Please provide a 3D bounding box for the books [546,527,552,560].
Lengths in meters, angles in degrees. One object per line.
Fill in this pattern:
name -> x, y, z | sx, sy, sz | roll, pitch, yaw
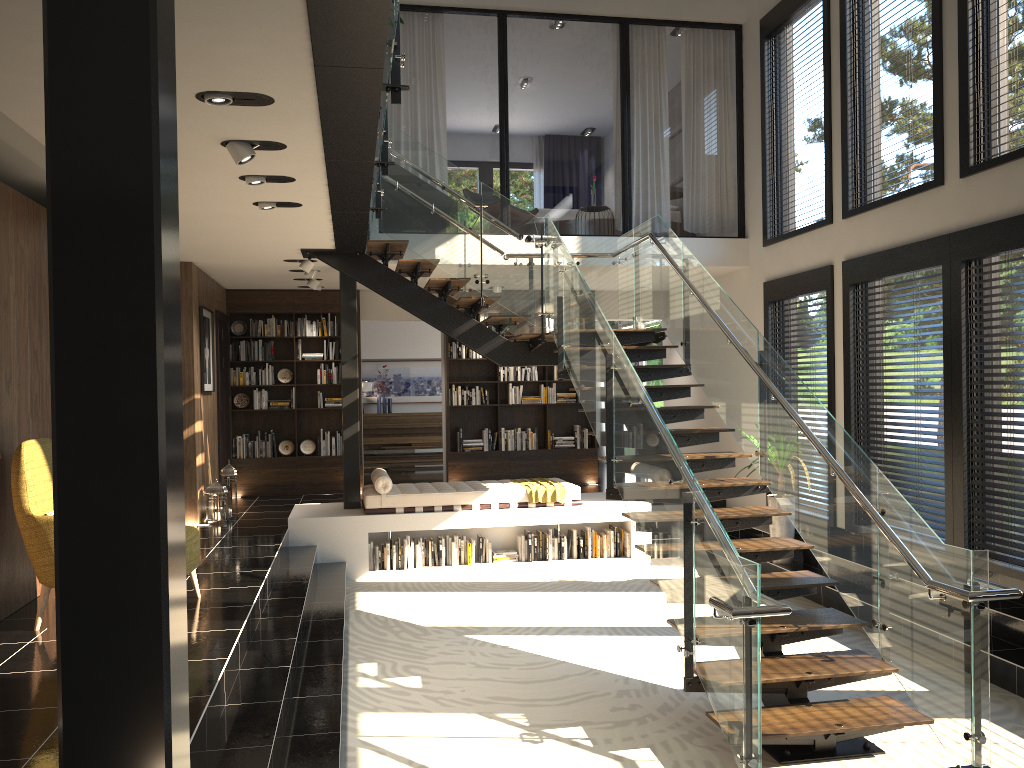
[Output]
books -> 0.400, 1.706, 9.493 | 0.029, 0.326, 0.153 | -1, 0, -10

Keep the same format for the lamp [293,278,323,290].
lamp -> -2.436, -1.252, 10.588 | 0.346, 0.263, 0.195 | -1, 0, -10

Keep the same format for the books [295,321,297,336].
books -> -2.855, -0.728, 11.749 | 0.023, 0.213, 0.194 | -1, 0, -10

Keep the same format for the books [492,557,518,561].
books -> -0.081, 1.842, 9.407 | 0.261, 0.024, 0.167 | -1, 0, -14

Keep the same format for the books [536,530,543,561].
books -> 0.294, 1.719, 9.462 | 0.035, 0.305, 0.151 | -1, 0, -10

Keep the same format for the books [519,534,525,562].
books -> 0.108, 1.738, 9.421 | 0.030, 0.273, 0.168 | -1, 0, -10

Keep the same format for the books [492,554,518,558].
books -> -0.083, 1.817, 9.411 | 0.274, 0.025, 0.156 | -1, 0, -13

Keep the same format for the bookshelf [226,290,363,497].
bookshelf -> -2.852, 0.116, 11.720 | 1.703, 2.683, 0.273 | -1, 1, -10

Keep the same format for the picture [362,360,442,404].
picture -> -1.253, -0.045, 15.725 | 3.543, 0.748, 0.035 | -1, 1, -10

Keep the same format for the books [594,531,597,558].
books -> 0.877, 1.719, 9.558 | 0.025, 0.285, 0.164 | -1, 0, -10

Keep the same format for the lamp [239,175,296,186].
lamp -> -1.530, -1.330, 5.547 | 0.346, 0.177, 0.195 | -1, 0, -10

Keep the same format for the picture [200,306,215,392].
picture -> -3.347, -0.369, 9.758 | 0.028, 0.911, 0.748 | -1, 0, -10

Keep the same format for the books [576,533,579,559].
books -> 0.683, 1.737, 9.543 | 0.030, 0.256, 0.160 | -1, 0, -10

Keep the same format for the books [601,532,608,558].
books -> 0.996, 1.736, 9.562 | 0.021, 0.248, 0.197 | -1, 0, -10

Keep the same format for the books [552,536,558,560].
books -> 0.456, 1.753, 9.493 | 0.028, 0.231, 0.158 | -1, 0, -10

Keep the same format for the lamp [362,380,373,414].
lamp -> -2.626, 0.166, 15.222 | 0.470, 0.726, 0.470 | -1, 0, -18

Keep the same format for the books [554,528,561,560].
books -> 0.486, 1.709, 9.494 | 0.033, 0.318, 0.152 | -1, 0, -10

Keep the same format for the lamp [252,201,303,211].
lamp -> -1.668, -1.324, 6.311 | 0.346, 0.177, 0.195 | -1, 0, -10

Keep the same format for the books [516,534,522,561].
books -> 0.076, 1.744, 9.443 | 0.026, 0.263, 0.156 | -1, 0, -10

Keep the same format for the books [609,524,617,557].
books -> 1.088, 1.694, 9.601 | 0.042, 0.328, 0.205 | -1, 0, -10

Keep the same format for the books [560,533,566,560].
books -> 0.550, 1.739, 9.490 | 0.019, 0.256, 0.186 | -1, 0, -10

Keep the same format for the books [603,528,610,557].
books -> 1.020, 1.717, 9.594 | 0.039, 0.284, 0.199 | -1, 0, -10

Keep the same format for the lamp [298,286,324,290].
lamp -> -2.575, -1.289, 11.354 | 0.346, 0.177, 0.195 | -1, 0, -10

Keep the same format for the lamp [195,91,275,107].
lamp -> -1.255, -1.350, 4.020 | 0.346, 0.158, 0.195 | -1, 0, -10

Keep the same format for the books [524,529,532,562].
books -> 0.172, 1.715, 9.420 | 0.043, 0.316, 0.209 | -1, 0, -10

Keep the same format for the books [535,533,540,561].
books -> 0.263, 1.738, 9.453 | 0.029, 0.268, 0.146 | -1, 0, -10

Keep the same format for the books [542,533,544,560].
books -> 0.318, 1.736, 9.500 | 0.026, 0.270, 0.128 | -1, 0, -10

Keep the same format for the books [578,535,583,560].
books -> 0.719, 1.750, 9.518 | 0.032, 0.229, 0.228 | -1, 0, -10

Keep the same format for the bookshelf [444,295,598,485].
bookshelf -> 0.125, 0.068, 12.257 | 2.090, 2.683, 0.273 | -1, 1, -10

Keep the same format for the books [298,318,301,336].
books -> -2.800, -0.741, 11.724 | 0.033, 0.237, 0.231 | -1, 0, -10

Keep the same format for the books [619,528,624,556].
books -> 1.178, 1.713, 9.625 | 0.043, 0.287, 0.147 | -1, 0, -10

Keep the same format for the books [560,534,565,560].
books -> 0.523, 1.741, 9.485 | 0.036, 0.253, 0.178 | -1, 0, -10

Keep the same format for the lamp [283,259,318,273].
lamp -> -2.161, -1.263, 9.063 | 0.346, 0.263, 0.195 | -1, 0, -10

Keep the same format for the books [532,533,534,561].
books -> 0.202, 1.731, 9.460 | 0.030, 0.284, 0.176 | -1, 0, -10

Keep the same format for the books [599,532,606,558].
books -> 0.974, 1.737, 9.553 | 0.024, 0.246, 0.212 | -1, 0, -10

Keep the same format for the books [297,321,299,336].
books -> -2.825, -0.724, 11.708 | 0.021, 0.204, 0.224 | -1, 0, -10

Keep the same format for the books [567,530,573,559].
books -> 0.608, 1.719, 9.530 | 0.066, 0.294, 0.142 | -1, 0, -10

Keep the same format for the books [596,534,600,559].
books -> 0.905, 1.736, 9.540 | 0.025, 0.249, 0.208 | -1, 0, -10

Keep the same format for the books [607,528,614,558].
books -> 1.056, 1.716, 9.581 | 0.028, 0.285, 0.210 | -1, 0, -10

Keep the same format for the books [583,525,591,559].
books -> 0.809, 1.695, 9.535 | 0.028, 0.334, 0.205 | -1, 0, -10

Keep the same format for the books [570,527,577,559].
books -> 0.657, 1.709, 9.524 | 0.027, 0.312, 0.189 | -1, 0, -10

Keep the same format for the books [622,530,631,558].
books -> 1.224, 1.724, 9.595 | 0.037, 0.264, 0.272 | -1, 0, -10

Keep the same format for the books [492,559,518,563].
books -> -0.081, 1.866, 9.407 | 0.257, 0.024, 0.167 | -1, 0, -10

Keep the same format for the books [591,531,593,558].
books -> 0.833, 1.721, 9.549 | 0.023, 0.283, 0.175 | -1, 0, -10

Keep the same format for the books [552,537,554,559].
books -> 0.427, 1.756, 9.506 | 0.026, 0.226, 0.132 | -1, 0, -10

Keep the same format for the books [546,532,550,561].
books -> 0.377, 1.734, 9.469 | 0.027, 0.270, 0.187 | -1, 0, -10

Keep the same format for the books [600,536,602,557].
books -> 0.946, 1.752, 9.581 | 0.022, 0.216, 0.137 | -1, 0, -10

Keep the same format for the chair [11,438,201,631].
chair -> -2.484, 0.878, 5.491 | 1.030, 1.097, 0.807 | -1, 0, -11

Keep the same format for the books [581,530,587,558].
books -> 0.777, 1.721, 9.563 | 0.026, 0.284, 0.177 | -1, 0, -10

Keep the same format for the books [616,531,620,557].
books -> 1.126, 1.721, 9.597 | 0.030, 0.273, 0.185 | -1, 0, -10

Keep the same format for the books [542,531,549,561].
books -> 0.355, 1.727, 9.444 | 0.026, 0.287, 0.204 | -1, 0, -10

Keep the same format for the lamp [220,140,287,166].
lamp -> -1.392, -1.300, 4.785 | 0.346, 0.247, 0.195 | -1, 0, -10

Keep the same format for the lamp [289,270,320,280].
lamp -> -2.299, -1.273, 9.825 | 0.346, 0.231, 0.195 | -1, 0, -10

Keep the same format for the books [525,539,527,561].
books -> 0.133, 1.761, 9.442 | 0.027, 0.226, 0.165 | -1, 0, -10

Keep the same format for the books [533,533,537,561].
books -> 0.236, 1.738, 9.439 | 0.029, 0.268, 0.173 | -1, 0, -10

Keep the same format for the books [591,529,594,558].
books -> 0.854, 1.711, 9.556 | 0.021, 0.302, 0.167 | -1, 0, -10
